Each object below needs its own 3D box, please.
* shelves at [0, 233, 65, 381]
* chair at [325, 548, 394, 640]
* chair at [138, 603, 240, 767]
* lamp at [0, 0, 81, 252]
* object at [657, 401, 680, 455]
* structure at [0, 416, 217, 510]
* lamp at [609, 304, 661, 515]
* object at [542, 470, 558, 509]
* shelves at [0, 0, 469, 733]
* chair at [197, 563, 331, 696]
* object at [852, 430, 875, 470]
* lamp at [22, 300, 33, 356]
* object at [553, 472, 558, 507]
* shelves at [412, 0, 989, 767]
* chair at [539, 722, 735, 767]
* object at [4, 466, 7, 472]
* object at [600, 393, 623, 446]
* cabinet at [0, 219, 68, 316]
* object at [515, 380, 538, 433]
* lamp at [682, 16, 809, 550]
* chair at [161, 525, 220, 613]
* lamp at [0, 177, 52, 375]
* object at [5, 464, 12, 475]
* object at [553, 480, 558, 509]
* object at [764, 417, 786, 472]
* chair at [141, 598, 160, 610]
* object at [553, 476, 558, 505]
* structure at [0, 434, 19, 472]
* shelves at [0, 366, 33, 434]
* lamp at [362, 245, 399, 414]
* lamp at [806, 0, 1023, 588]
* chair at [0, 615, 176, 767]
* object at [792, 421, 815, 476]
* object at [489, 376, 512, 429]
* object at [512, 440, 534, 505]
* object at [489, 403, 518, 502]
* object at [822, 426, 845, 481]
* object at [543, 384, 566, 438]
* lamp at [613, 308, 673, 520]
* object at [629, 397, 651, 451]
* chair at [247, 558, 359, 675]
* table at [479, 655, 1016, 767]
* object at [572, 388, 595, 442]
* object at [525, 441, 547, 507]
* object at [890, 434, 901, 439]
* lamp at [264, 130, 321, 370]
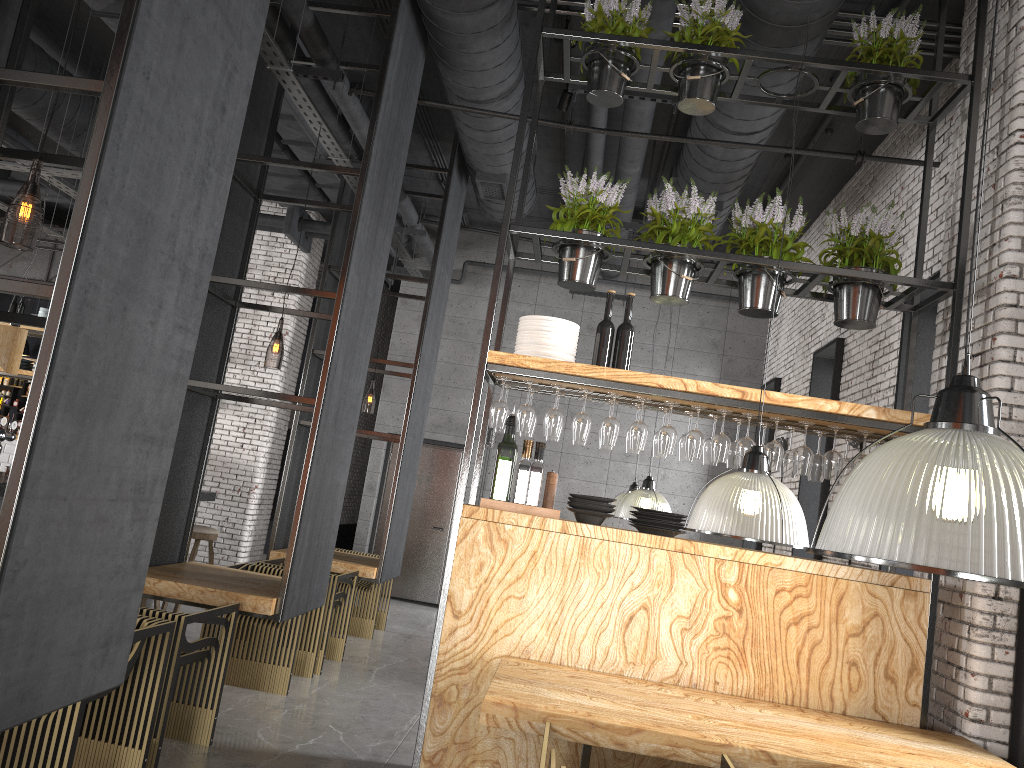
[{"bbox_3d":[-6.706,-1.633,12.104,5.678,3.075,0.595,8,-8,5],"label":"shelves"},{"bbox_3d":[-1.559,2.041,8.697,0.657,0.732,0.636,8,-8,4],"label":"chair"},{"bbox_3d":[-1.851,1.429,4.380,0.657,0.732,0.636,8,-8,7],"label":"chair"},{"bbox_3d":[-1.523,-1.238,3.067,0.108,1.603,0.108,13,-9,-23],"label":"lamp"},{"bbox_3d":[0.802,0.227,4.547,0.101,0.268,0.100,2,-11,41],"label":"object"},{"bbox_3d":[-5.405,0.739,6.404,4.311,1.538,5.858,8,-7,5],"label":"structure"},{"bbox_3d":[1.435,0.256,9.531,0.535,2.413,0.536,17,-11,-43],"label":"lamp"},{"bbox_3d":[0.195,0.571,4.624,0.056,0.249,0.056,9,-8,-3],"label":"object"},{"bbox_3d":[-1.382,-0.847,5.620,1.003,4.379,6.128,8,-8,5],"label":"shelves"},{"bbox_3d":[-1.723,1.687,6.195,0.657,0.732,0.636,8,-8,4],"label":"chair"},{"bbox_3d":[1.768,0.370,4.460,0.101,0.268,0.100,3,-10,36],"label":"object"},{"bbox_3d":[-8.257,-0.965,14.997,0.390,0.940,0.389,8,-8,7],"label":"lamp"},{"bbox_3d":[0.206,0.596,4.796,0.056,0.249,0.056,9,-8,-3],"label":"object"},{"bbox_3d":[1.060,-0.248,4.781,2.333,5.033,0.688,8,-8,5],"label":"shelves"},{"bbox_3d":[0.361,1.578,2.812,0.657,0.732,0.636,8,-8,5],"label":"chair"},{"bbox_3d":[-4.906,1.349,8.722,0.399,1.038,0.396,2,-11,40],"label":"object"},{"bbox_3d":[0.512,0.183,4.572,0.101,0.268,0.100,2,-11,41],"label":"object"},{"bbox_3d":[-6.452,-1.463,14.374,5.865,1.774,0.680,8,-8,5],"label":"cabinet"},{"bbox_3d":[0.076,0.119,4.611,0.101,0.268,0.100,2,-11,41],"label":"object"},{"bbox_3d":[1.177,-0.520,3.914,0.537,2.413,0.535,2,-11,41],"label":"lamp"},{"bbox_3d":[-2.879,1.710,8.131,0.438,0.808,0.480,13,-9,-26],"label":"chair"},{"bbox_3d":[-3.349,-0.771,6.131,0.127,1.424,0.127,8,-8,5],"label":"lamp"},{"bbox_3d":[-3.719,0.637,6.629,0.091,0.091,0.177,12,-8,-20],"label":"object"},{"bbox_3d":[0.212,0.608,4.881,0.056,0.249,0.056,9,-8,-3],"label":"object"},{"bbox_3d":[1.332,0.305,4.499,0.101,0.268,0.100,2,-11,41],"label":"object"},{"bbox_3d":[-3.071,1.565,7.264,0.439,0.808,0.479,9,-8,4],"label":"chair"},{"bbox_3d":[0.201,0.583,4.710,0.056,0.249,0.056,9,-8,-3],"label":"object"},{"bbox_3d":[-7.127,1.245,11.594,5.801,1.350,1.506,8,-8,5],"label":"structure"},{"bbox_3d":[-8.259,0.401,14.898,1.761,1.486,0.157,8,-8,5],"label":"shelves"},{"bbox_3d":[-1.189,-0.517,8.172,0.108,1.603,0.108,3,-11,37],"label":"lamp"},{"bbox_3d":[1.046,-0.802,1.917,0.537,2.413,0.535,2,-11,41],"label":"lamp"},{"bbox_3d":[-1.901,1.321,3.619,0.657,0.732,0.636,8,-8,8],"label":"chair"},{"bbox_3d":[1.477,0.327,4.486,0.101,0.268,0.100,3,-10,36],"label":"object"},{"bbox_3d":[-0.060,0.098,4.624,0.101,0.268,0.100,2,-11,41],"label":"object"},{"bbox_3d":[0.062,0.478,4.657,0.070,0.369,0.107,8,-8,4],"label":"object"},{"bbox_3d":[-0.026,0.370,4.666,0.106,0.556,0.156,8,-8,4],"label":"object"},{"bbox_3d":[1.623,0.348,4.473,0.101,0.268,0.100,3,-10,36],"label":"object"},{"bbox_3d":[0.221,0.140,4.598,0.101,0.268,0.100,2,-11,41],"label":"object"},{"bbox_3d":[1.325,0.016,7.831,0.537,2.413,0.535,2,-11,41],"label":"lamp"},{"bbox_3d":[0.657,0.205,4.560,0.101,0.268,0.100,2,-11,41],"label":"object"},{"bbox_3d":[-1.655,1.794,6.927,0.657,0.732,0.636,8,-8,6],"label":"chair"},{"bbox_3d":[0.908,1.748,3.569,2.116,0.765,0.997,8,-8,5],"label":"table"},{"bbox_3d":[0.367,0.162,4.585,0.101,0.268,0.100,2,-11,41],"label":"object"},{"bbox_3d":[0.126,0.488,4.652,0.070,0.369,0.107,8,-8,4],"label":"object"},{"bbox_3d":[1.913,0.392,4.447,0.101,0.268,0.100,3,-10,36],"label":"object"},{"bbox_3d":[-1.357,-0.881,5.596,0.108,1.603,0.108,16,-11,-38],"label":"lamp"}]
